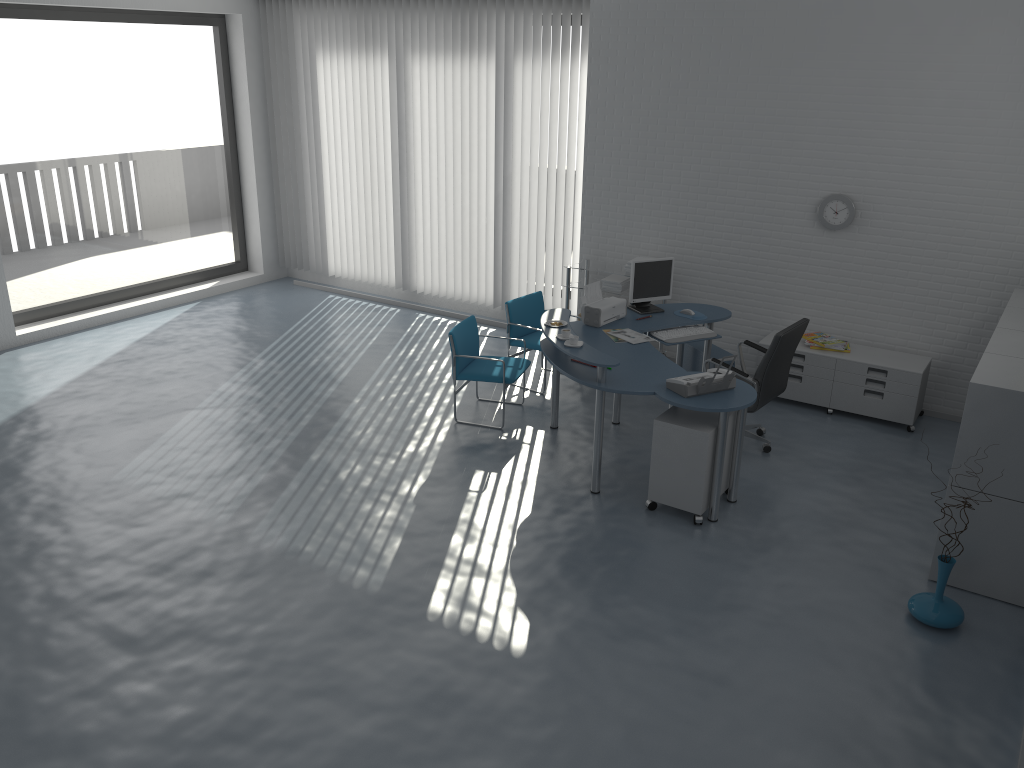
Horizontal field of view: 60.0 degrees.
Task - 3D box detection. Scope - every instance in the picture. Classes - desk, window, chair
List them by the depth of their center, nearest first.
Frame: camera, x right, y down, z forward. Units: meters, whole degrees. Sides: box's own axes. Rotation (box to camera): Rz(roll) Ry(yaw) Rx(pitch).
[{"bbox_3d":[0.885,0.005,6.272,1.402,0.900,2.282,4,21,7],"label":"desk"},{"bbox_3d":[1.644,-0.017,6.295,0.652,0.948,0.584,16,26,35],"label":"chair"},{"bbox_3d":[-0.174,-0.102,6.783,0.543,0.707,0.542,7,22,16],"label":"chair"},{"bbox_3d":[0.271,-0.360,7.486,0.543,0.707,0.542,16,25,35],"label":"chair"},{"bbox_3d":[-4.032,-2.271,9.057,0.008,2.691,2.824,14,24,30],"label":"window"},{"bbox_3d":[-0.457,-2.435,9.395,3.635,2.562,0.008,14,24,30],"label":"window"}]

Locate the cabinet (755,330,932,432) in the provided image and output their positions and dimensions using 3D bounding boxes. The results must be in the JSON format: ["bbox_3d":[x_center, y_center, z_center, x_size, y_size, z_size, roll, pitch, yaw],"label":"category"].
[{"bbox_3d":[2.613,-0.043,7.069,1.259,0.484,0.447,14,24,30],"label":"cabinet"}]

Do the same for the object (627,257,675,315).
[{"bbox_3d":[1.050,-0.775,6.880,0.365,0.417,0.212,-8,22,-22],"label":"object"}]

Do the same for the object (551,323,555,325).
[{"bbox_3d":[0.283,-0.408,6.036,0.027,0.005,0.025,5,21,12],"label":"object"}]

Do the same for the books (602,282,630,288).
[{"bbox_3d":[0.952,-0.907,7.917,0.190,0.015,0.270,13,24,29],"label":"books"}]

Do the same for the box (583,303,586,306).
[{"bbox_3d":[0.770,-0.702,8.079,0.139,0.090,0.234,16,25,35],"label":"box"}]

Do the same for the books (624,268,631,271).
[{"bbox_3d":[1.126,-1.011,7.743,0.190,0.015,0.270,14,25,32],"label":"books"}]

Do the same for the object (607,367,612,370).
[{"bbox_3d":[0.568,-0.124,5.711,0.011,0.010,0.200,-15,26,-36],"label":"object"}]

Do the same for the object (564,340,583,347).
[{"bbox_3d":[0.393,-0.254,5.644,0.119,0.016,0.119,5,21,11],"label":"object"}]

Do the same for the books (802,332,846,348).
[{"bbox_3d":[2.471,-0.354,7.060,0.210,0.020,0.300,-7,22,-21],"label":"books"}]

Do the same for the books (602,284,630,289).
[{"bbox_3d":[0.956,-0.895,7.926,0.190,0.015,0.270,14,24,31],"label":"books"}]

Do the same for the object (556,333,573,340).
[{"bbox_3d":[0.351,-0.305,5.777,0.119,0.016,0.119,-6,22,-18],"label":"object"}]

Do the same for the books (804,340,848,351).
[{"bbox_3d":[2.496,-0.326,7.042,0.300,0.020,0.210,11,23,25],"label":"books"}]

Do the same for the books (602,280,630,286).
[{"bbox_3d":[0.955,-0.924,7.918,0.190,0.015,0.270,14,24,31],"label":"books"}]

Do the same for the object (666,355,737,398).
[{"bbox_3d":[1.171,-0.097,5.284,0.405,0.280,0.399,-9,23,-25],"label":"object"}]

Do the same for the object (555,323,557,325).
[{"bbox_3d":[0.308,-0.409,6.053,0.025,0.005,0.027,7,22,17],"label":"object"}]

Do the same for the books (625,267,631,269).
[{"bbox_3d":[1.130,-1.027,7.742,0.190,0.015,0.270,14,24,30],"label":"books"}]

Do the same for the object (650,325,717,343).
[{"bbox_3d":[1.274,-0.377,6.581,0.478,0.028,0.276,-9,23,-25],"label":"object"}]

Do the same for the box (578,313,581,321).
[{"bbox_3d":[0.767,-0.598,8.119,0.207,0.133,0.347,12,23,26],"label":"box"}]

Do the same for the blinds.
[{"bbox_3d":[-1.047,-2.402,9.194,4.001,2.955,0.158,14,24,30],"label":"blinds"}]

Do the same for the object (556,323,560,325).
[{"bbox_3d":[0.314,-0.407,6.036,0.025,0.005,0.027,10,22,22],"label":"object"}]

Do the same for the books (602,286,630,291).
[{"bbox_3d":[0.946,-0.881,7.933,0.190,0.015,0.270,12,23,26],"label":"books"}]

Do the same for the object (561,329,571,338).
[{"bbox_3d":[0.354,-0.330,5.776,0.062,0.049,0.078,9,22,21],"label":"object"}]

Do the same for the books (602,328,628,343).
[{"bbox_3d":[0.784,-0.346,6.317,0.200,0.005,0.300,-4,21,-12],"label":"books"}]

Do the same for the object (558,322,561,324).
[{"bbox_3d":[0.326,-0.418,6.064,0.027,0.005,0.025,-3,21,-11],"label":"object"}]

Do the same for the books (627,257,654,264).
[{"bbox_3d":[1.136,-1.067,7.720,0.190,0.015,0.270,11,23,26],"label":"books"}]

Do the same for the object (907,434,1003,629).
[{"bbox_3d":[2.112,0.739,4.281,0.312,0.972,0.357,4,21,7],"label":"object"}]

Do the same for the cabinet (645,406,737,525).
[{"bbox_3d":[1.132,0.460,5.499,0.383,0.605,0.559,15,25,32],"label":"cabinet"}]

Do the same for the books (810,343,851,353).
[{"bbox_3d":[2.524,-0.303,7.041,0.300,0.020,0.210,7,22,16],"label":"books"}]

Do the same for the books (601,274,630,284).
[{"bbox_3d":[0.933,-0.937,7.910,0.190,0.015,0.270,12,23,28],"label":"books"}]

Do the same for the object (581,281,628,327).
[{"bbox_3d":[0.679,-0.605,6.618,0.197,0.273,0.392,16,25,35],"label":"object"}]

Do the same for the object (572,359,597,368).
[{"bbox_3d":[0.466,-0.134,5.733,0.200,0.010,0.011,19,27,39],"label":"object"}]

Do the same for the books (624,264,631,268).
[{"bbox_3d":[1.127,-1.039,7.730,0.190,0.015,0.270,15,25,33],"label":"books"}]

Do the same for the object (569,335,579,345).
[{"bbox_3d":[0.399,-0.278,5.639,0.078,0.049,0.062,-13,25,-33],"label":"object"}]

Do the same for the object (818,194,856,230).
[{"bbox_3d":[2.538,-1.344,6.930,0.279,0.277,0.041,14,24,30],"label":"object"}]

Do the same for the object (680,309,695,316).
[{"bbox_3d":[1.359,-0.561,6.858,0.115,0.035,0.054,19,27,39],"label":"object"}]

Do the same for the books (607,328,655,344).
[{"bbox_3d":[0.843,-0.338,6.292,0.200,0.010,0.300,-12,24,-30],"label":"books"}]

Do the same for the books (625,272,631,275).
[{"bbox_3d":[1.134,-0.982,7.752,0.190,0.015,0.270,14,24,30],"label":"books"}]

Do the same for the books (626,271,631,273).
[{"bbox_3d":[1.135,-0.997,7.747,0.190,0.015,0.270,12,23,28],"label":"books"}]

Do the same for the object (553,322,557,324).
[{"bbox_3d":[0.294,-0.418,6.063,0.025,0.005,0.027,16,25,35],"label":"object"}]

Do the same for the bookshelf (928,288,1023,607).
[{"bbox_3d":[3.106,0.246,5.375,0.521,1.141,2.294,14,24,30],"label":"bookshelf"}]

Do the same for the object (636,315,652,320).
[{"bbox_3d":[1.000,-0.501,6.724,0.178,0.013,0.013,-15,26,-37],"label":"object"}]

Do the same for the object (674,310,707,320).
[{"bbox_3d":[1.388,-0.547,6.846,0.213,0.026,0.285,-18,28,-41],"label":"object"}]

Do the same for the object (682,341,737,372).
[{"bbox_3d":[1.596,-0.078,7.202,0.199,0.422,0.471,-7,22,-21],"label":"object"}]

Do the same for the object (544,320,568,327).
[{"bbox_3d":[0.300,-0.412,6.056,0.162,0.011,0.162,-4,21,-14],"label":"object"}]

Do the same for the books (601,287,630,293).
[{"bbox_3d":[0.946,-0.867,7.938,0.190,0.015,0.270,13,24,29],"label":"books"}]

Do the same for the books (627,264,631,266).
[{"bbox_3d":[1.149,-1.053,7.728,0.190,0.015,0.270,14,24,30],"label":"books"}]

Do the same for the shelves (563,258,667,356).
[{"bbox_3d":[0.933,-0.627,8.023,0.896,0.848,0.441,14,24,31],"label":"shelves"}]
